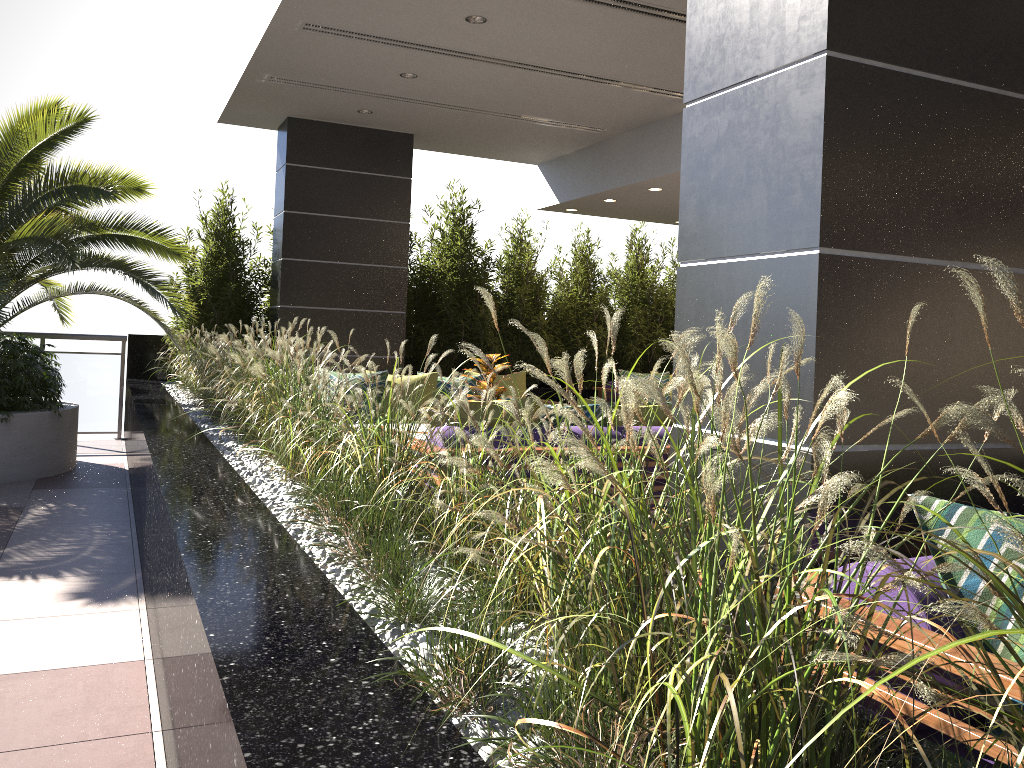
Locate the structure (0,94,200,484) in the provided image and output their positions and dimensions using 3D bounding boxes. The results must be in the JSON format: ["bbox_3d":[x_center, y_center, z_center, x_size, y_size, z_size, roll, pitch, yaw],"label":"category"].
[{"bbox_3d":[-4.420,-0.993,6.845,3.754,3.305,3.799,3,1,18],"label":"structure"}]

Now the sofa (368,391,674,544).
[{"bbox_3d":[0.384,0.494,4.835,2.124,0.920,1.120,1,2,-24],"label":"sofa"}]

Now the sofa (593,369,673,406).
[{"bbox_3d":[2.125,0.301,10.191,2.124,0.920,1.120,1,2,-24],"label":"sofa"}]

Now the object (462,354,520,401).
[{"bbox_3d":[-0.151,0.056,6.028,0.430,0.527,0.425,2,1,-7],"label":"object"}]

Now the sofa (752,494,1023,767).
[{"bbox_3d":[1.722,0.695,1.890,2.124,0.920,1.120,1,2,-24],"label":"sofa"}]

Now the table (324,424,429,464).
[{"bbox_3d":[-0.171,0.595,6.021,2.035,0.554,0.943,1,2,-24],"label":"table"}]

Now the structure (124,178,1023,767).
[{"bbox_3d":[4.467,-0.210,0.103,7.810,3.123,24.758,1,3,-25],"label":"structure"}]

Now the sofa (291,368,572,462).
[{"bbox_3d":[-0.679,0.335,7.172,2.124,0.920,1.120,1,2,-24],"label":"sofa"}]
